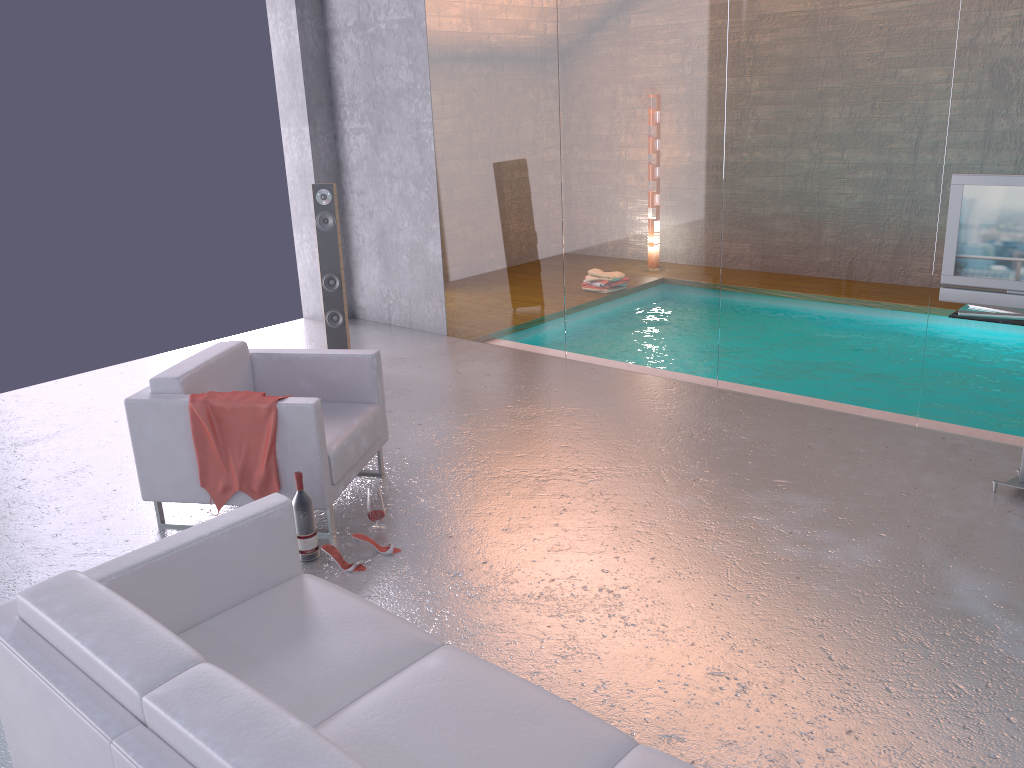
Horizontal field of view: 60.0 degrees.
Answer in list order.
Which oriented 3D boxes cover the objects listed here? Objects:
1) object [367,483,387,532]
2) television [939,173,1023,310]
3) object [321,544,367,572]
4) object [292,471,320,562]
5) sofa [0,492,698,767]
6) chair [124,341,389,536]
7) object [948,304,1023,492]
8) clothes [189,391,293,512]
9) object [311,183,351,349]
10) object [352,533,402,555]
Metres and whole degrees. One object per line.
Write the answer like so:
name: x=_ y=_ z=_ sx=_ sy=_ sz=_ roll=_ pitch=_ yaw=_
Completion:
object: x=-0.682 y=0.616 z=4.438 sx=0.091 sy=0.233 sz=0.091 roll=-9 pitch=19 yaw=-19
television: x=2.586 y=-0.655 z=4.187 sx=1.000 sy=0.644 sz=0.054 roll=13 pitch=23 yaw=40
object: x=-0.779 y=0.806 z=4.098 sx=0.235 sy=0.087 sz=0.079 roll=4 pitch=19 yaw=19
object: x=-0.976 y=0.615 z=4.149 sx=0.109 sy=0.435 sz=0.109 roll=-9 pitch=19 yaw=-20
sofa: x=-0.260 y=1.019 z=2.170 sx=2.353 sy=0.824 sz=1.026 roll=13 pitch=23 yaw=40
chair: x=-1.292 y=0.243 z=4.750 sx=1.026 sy=0.808 sz=0.936 roll=1 pitch=18 yaw=11
object: x=2.623 y=0.086 z=4.426 sx=0.818 sy=0.958 sz=0.360 roll=13 pitch=23 yaw=40
clothes: x=-1.301 y=0.327 z=4.374 sx=0.574 sy=0.604 sz=0.254 roll=1 pitch=18 yaw=11
object: x=-1.422 y=-0.859 z=7.081 sx=0.244 sy=1.473 sz=0.444 roll=-4 pitch=18 yaw=-3
object: x=-0.644 y=0.757 z=4.231 sx=0.235 sy=0.087 sz=0.079 roll=0 pitch=18 yaw=9
